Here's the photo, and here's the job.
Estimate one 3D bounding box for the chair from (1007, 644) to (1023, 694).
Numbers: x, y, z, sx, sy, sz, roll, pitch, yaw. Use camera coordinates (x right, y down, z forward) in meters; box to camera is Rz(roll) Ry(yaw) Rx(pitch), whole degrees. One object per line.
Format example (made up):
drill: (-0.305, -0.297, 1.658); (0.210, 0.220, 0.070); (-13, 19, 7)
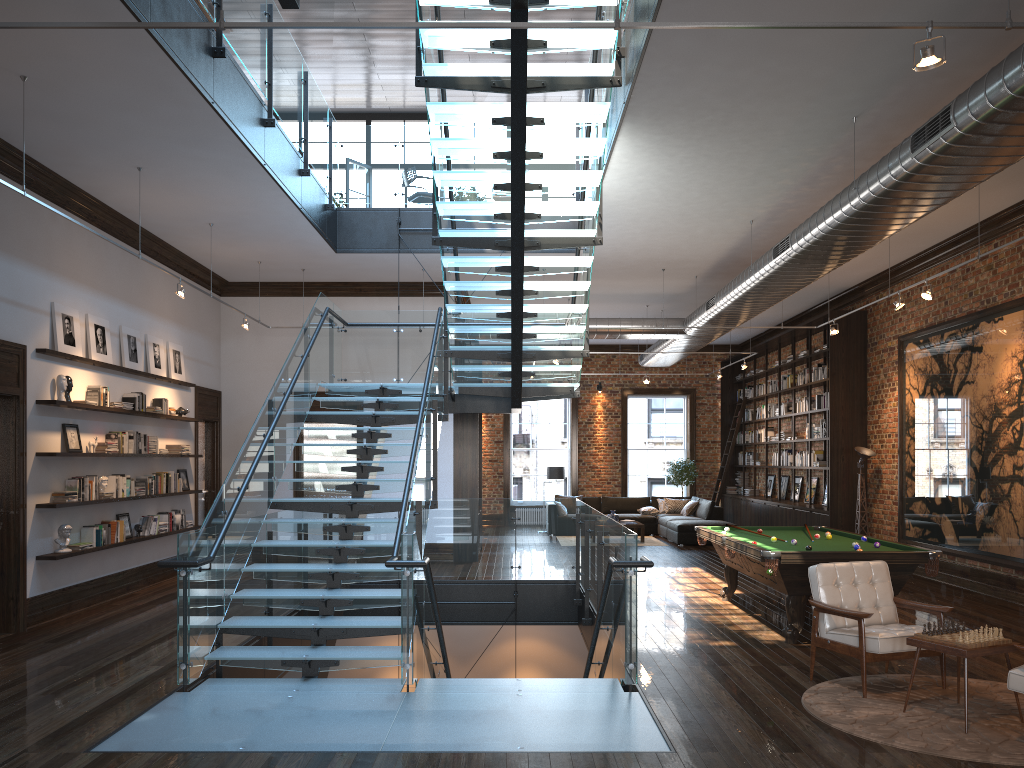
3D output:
chair: (3.257, 1.608, 4.894); (0.769, 0.865, 0.742); (2, -3, -40)

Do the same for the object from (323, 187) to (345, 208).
object: (-3.507, -2.864, 16.925); (0.812, 1.862, 0.801); (1, -1, -42)

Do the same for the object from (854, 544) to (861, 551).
object: (3.136, 1.486, 8.056); (0.057, 0.057, 0.057); (0, -2, 5)

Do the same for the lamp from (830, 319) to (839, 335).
lamp: (4.451, -0.785, 12.252); (0.113, 0.230, 0.114); (0, -1, 14)

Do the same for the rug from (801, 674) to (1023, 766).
rug: (2.879, 2.092, 5.645); (1.969, 0.015, 1.977); (0, -5, 2)

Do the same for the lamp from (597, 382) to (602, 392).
lamp: (2.128, 0.078, 21.490); (0.126, 0.236, 0.155); (0, -1, 0)

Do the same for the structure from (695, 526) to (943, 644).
structure: (2.911, 1.964, 8.991); (1.552, 0.850, 2.966); (0, -5, 0)

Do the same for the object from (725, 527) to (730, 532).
object: (2.461, 1.665, 10.146); (0.057, 0.057, 0.057); (0, -2, 1)

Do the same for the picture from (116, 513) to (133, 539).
picture: (-4.580, 1.681, 10.487); (0.077, 0.299, 0.301); (0, -2, 0)

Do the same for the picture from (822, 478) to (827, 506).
picture: (5.607, 1.907, 15.645); (0.112, 0.497, 0.508); (0, -2, 0)

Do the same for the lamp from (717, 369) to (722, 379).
lamp: (4.442, -0.213, 18.947); (0.113, 0.230, 0.114); (-1, -1, 39)

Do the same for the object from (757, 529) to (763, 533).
object: (2.760, 1.641, 9.875); (0.057, 0.057, 0.057); (2, -3, -42)

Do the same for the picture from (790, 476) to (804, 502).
picture: (5.607, 2.063, 17.471); (0.112, 0.497, 0.508); (0, -2, 0)

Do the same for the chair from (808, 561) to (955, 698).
chair: (2.617, 1.729, 6.320); (0.768, 0.865, 0.743); (1, -2, -20)

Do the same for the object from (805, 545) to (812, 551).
object: (2.665, 1.478, 7.963); (0.057, 0.057, 0.057); (0, -2, 5)

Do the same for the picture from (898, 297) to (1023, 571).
picture: (5.623, 0.679, 11.230); (0.080, 2.997, 3.209); (0, -3, 0)

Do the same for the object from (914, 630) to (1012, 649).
object: (2.810, 1.588, 5.534); (0.388, 0.028, 0.389); (2, -5, -25)

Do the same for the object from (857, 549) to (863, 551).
object: (3.005, 1.452, 7.661); (0.057, 0.057, 0.057); (-1, -3, 18)

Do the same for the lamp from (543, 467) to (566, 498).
lamp: (0.848, 2.555, 19.524); (0.687, 1.465, 0.420); (-1, -1, 30)

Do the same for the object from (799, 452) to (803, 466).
object: (5.559, 1.429, 16.895); (0.166, 0.282, 0.015); (0, 0, 0)

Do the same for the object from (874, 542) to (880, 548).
object: (3.418, 1.507, 8.301); (0.057, 0.057, 0.057); (-1, -3, 22)

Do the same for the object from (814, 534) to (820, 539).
object: (3.171, 1.585, 9.210); (0.057, 0.057, 0.057); (2, -3, -35)

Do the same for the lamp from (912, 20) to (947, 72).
lamp: (1.855, -1.495, 3.944); (0.113, 0.230, 0.114); (0, -1, -11)

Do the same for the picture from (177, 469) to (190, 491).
picture: (-4.580, 1.339, 12.369); (0.077, 0.299, 0.301); (0, -2, 0)

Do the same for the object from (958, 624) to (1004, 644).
object: (2.865, 1.516, 5.417); (0.334, 0.101, 0.076); (2, -2, -25)

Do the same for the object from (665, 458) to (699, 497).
object: (4.053, 2.674, 21.231); (0.812, 1.862, 0.801); (0, -1, 8)

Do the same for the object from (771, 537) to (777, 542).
object: (2.620, 1.556, 8.874); (0.057, 0.057, 0.057); (-2, -3, 37)

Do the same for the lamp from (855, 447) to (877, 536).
lamp: (5.382, 1.866, 13.540); (0.425, 1.825, 0.506); (0, 0, 5)

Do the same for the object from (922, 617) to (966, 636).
object: (2.756, 1.536, 5.651); (0.334, 0.101, 0.076); (2, -2, -25)

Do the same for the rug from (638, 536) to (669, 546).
rug: (1.939, 3.125, 17.671); (2.021, 0.003, 2.121); (0, -5, 0)

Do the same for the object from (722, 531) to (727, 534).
object: (2.290, 1.616, 9.577); (0.057, 0.057, 0.057); (0, -2, -1)

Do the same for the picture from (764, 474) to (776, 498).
picture: (5.607, 2.219, 19.295); (0.112, 0.497, 0.508); (0, -2, 0)

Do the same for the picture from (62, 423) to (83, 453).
picture: (-4.580, 0.566, 9.242); (0.077, 0.299, 0.301); (0, -2, 0)

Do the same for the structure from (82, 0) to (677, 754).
structure: (-0.731, 0.573, 8.410); (3.576, 14.479, 7.055); (0, -1, 0)

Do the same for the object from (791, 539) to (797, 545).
object: (2.728, 1.531, 8.578); (0.057, 0.057, 0.057); (1, -3, -30)

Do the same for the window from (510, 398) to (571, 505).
window: (0.698, 1.652, 21.889); (1.520, 2.750, 0.155); (0, 0, 0)

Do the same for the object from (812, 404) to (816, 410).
object: (5.523, 0.432, 16.180); (0.096, 0.136, 0.236); (0, -4, -16)

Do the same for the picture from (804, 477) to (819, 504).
picture: (5.607, 1.989, 16.598); (0.112, 0.497, 0.508); (0, -2, 0)

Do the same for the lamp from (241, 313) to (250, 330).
lamp: (-3.547, -0.826, 11.775); (0.113, 0.230, 0.114); (1, -1, -44)

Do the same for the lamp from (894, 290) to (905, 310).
lamp: (4.453, -0.962, 10.187); (0.114, 0.230, 0.113); (0, -1, -21)

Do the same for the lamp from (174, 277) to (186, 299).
lamp: (-3.547, -1.023, 9.470); (0.113, 0.230, 0.114); (-1, -1, 44)

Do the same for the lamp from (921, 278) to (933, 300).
lamp: (4.455, -1.018, 9.522); (0.113, 0.230, 0.114); (-1, -1, 29)

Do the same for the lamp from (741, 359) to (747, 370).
lamp: (4.442, -0.385, 16.940); (0.113, 0.230, 0.114); (0, -1, -24)

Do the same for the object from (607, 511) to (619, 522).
object: (2.021, 2.659, 17.728); (0.215, 0.251, 0.215); (-1, -2, 33)

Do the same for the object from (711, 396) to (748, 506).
object: (4.919, 1.839, 20.436); (0.897, 3.073, 0.496); (0, 0, 0)

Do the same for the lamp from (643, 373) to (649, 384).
lamp: (3.033, -0.122, 20.009); (0.113, 0.230, 0.114); (1, -1, -31)

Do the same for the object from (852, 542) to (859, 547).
object: (3.221, 1.508, 8.318); (0.057, 0.057, 0.057); (-2, -3, 39)

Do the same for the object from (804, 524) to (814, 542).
object: (3.235, 1.615, 9.662); (0.028, 0.072, 1.610); (0, -5, 16)

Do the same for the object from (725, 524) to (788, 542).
object: (2.640, 1.615, 9.662); (0.028, 0.072, 1.610); (0, -5, -8)

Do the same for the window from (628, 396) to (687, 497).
window: (3.560, 1.652, 21.889); (1.520, 2.750, 0.155); (0, 0, 0)

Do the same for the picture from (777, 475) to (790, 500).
picture: (5.607, 2.135, 18.314); (0.112, 0.497, 0.508); (0, -2, 0)

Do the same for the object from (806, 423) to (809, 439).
object: (5.404, 0.860, 16.161); (0.069, 0.288, 0.117); (0, -1, -7)

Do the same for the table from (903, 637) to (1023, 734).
table: (2.806, 1.844, 5.527); (0.516, 0.494, 0.464); (1, -3, -25)

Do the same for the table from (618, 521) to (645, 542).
table: (2.085, 2.962, 17.798); (1.000, 0.345, 1.004); (0, -4, 0)
